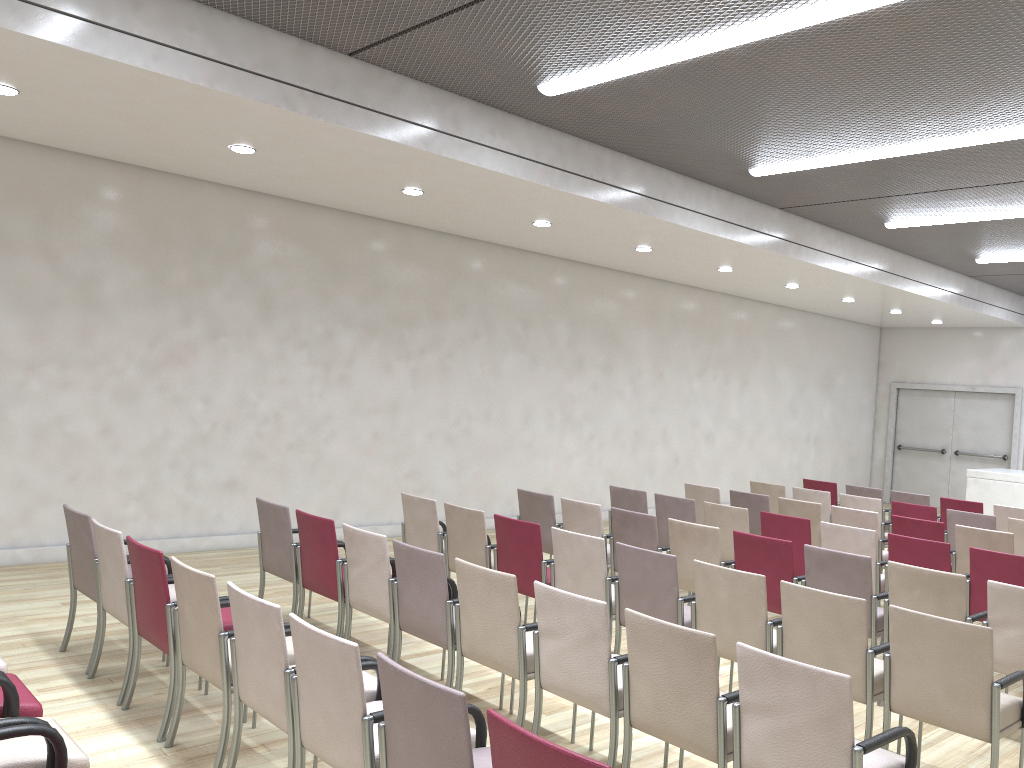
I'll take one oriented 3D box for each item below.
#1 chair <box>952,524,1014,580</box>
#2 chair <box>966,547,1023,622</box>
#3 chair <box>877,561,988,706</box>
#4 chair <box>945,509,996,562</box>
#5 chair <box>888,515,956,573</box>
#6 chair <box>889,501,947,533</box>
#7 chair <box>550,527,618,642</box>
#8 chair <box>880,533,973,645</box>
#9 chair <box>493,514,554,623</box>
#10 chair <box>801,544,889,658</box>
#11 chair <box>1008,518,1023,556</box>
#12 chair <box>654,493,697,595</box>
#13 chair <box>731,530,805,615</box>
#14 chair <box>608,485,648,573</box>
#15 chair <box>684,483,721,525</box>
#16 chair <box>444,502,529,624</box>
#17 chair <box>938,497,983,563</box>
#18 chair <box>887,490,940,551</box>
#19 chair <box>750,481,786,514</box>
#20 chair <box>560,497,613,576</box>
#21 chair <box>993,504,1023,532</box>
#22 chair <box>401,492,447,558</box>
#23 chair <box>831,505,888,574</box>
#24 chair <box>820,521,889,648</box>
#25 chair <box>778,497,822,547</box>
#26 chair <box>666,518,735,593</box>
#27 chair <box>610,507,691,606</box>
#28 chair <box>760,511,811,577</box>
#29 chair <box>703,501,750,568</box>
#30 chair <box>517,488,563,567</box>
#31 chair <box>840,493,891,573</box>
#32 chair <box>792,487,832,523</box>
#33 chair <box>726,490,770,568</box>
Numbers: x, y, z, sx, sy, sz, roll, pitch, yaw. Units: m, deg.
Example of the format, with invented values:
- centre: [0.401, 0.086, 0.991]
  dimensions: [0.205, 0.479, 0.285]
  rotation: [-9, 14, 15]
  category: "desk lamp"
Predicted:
- centre: [4.035, 1.642, 7.442]
  dimensions: [0.640, 0.890, 0.513]
  rotation: [4, 0, -43]
  category: "chair"
- centre: [3.512, 1.600, 6.194]
  dimensions: [0.640, 0.890, 0.513]
  rotation: [4, 0, -43]
  category: "chair"
- centre: [2.593, 1.531, 5.370]
  dimensions: [0.640, 0.890, 0.513]
  rotation: [4, 0, -43]
  category: "chair"
- centre: [4.566, 1.685, 8.667]
  dimensions: [0.640, 0.890, 0.513]
  rotation: [4, 0, -42]
  category: "chair"
- centre: [3.665, 1.617, 7.829]
  dimensions: [0.640, 0.890, 0.513]
  rotation: [4, 0, -44]
  category: "chair"
- centre: [4.207, 1.661, 9.080]
  dimensions: [0.640, 0.890, 0.513]
  rotation: [4, 0, -43]
  category: "chair"
- centre: [0.586, 1.389, 5.757]
  dimensions: [0.640, 0.890, 0.513]
  rotation: [4, 0, -43]
  category: "chair"
- centre: [3.121, 1.573, 6.606]
  dimensions: [0.640, 0.890, 0.513]
  rotation: [4, 0, -42]
  category: "chair"
- centre: [0.209, 1.364, 6.150]
  dimensions: [0.640, 0.890, 0.513]
  rotation: [4, 0, -43]
  category: "chair"
- centre: [2.227, 1.506, 5.781]
  dimensions: [0.640, 0.890, 0.513]
  rotation: [4, 0, -43]
  category: "chair"
- centre: [4.941, 1.710, 8.276]
  dimensions: [0.640, 0.890, 0.513]
  rotation: [4, 0, -43]
  category: "chair"
- centre: [1.649, 1.475, 8.218]
  dimensions: [0.640, 0.890, 0.513]
  rotation: [4, 0, -43]
  category: "chair"
- centre: [1.866, 1.482, 6.183]
  dimensions: [0.640, 0.890, 0.513]
  rotation: [4, 0, -43]
  category: "chair"
- centre: [1.278, 1.450, 8.631]
  dimensions: [0.640, 0.890, 0.513]
  rotation: [4, 0, -43]
  category: "chair"
- centre: [2.169, 1.517, 9.459]
  dimensions: [0.640, 0.890, 0.513]
  rotation: [4, 0, -42]
  category: "chair"
- centre: [-0.167, 1.339, 6.562]
  dimensions: [0.640, 0.890, 0.513]
  rotation: [4, 0, -43]
  category: "chair"
- centre: [5.100, 1.728, 9.910]
  dimensions: [0.640, 0.890, 0.513]
  rotation: [4, 0, -43]
  category: "chair"
- centre: [4.730, 1.703, 10.325]
  dimensions: [0.640, 0.890, 0.513]
  rotation: [4, 0, -42]
  category: "chair"
- centre: [3.086, 1.586, 10.295]
  dimensions: [0.640, 0.890, 0.513]
  rotation: [4, 0, -43]
  category: "chair"
- centre: [0.738, 1.407, 7.383]
  dimensions: [0.640, 0.890, 0.513]
  rotation: [4, 0, -42]
  category: "chair"
- centre: [5.478, 1.753, 9.503]
  dimensions: [0.640, 0.890, 0.513]
  rotation: [4, 0, -42]
  category: "chair"
- centre: [-0.533, 1.314, 6.963]
  dimensions: [0.640, 0.890, 0.513]
  rotation: [4, 0, -42]
  category: "chair"
- centre: [3.290, 1.592, 8.239]
  dimensions: [0.640, 0.890, 0.513]
  rotation: [4, 0, -42]
  category: "chair"
- centre: [2.760, 1.549, 7.012]
  dimensions: [0.640, 0.890, 0.513]
  rotation: [4, 0, -43]
  category: "chair"
- centre: [2.920, 1.567, 8.660]
  dimensions: [0.640, 0.890, 0.513]
  rotation: [4, 0, -44]
  category: "chair"
- centre: [1.484, 1.457, 6.570]
  dimensions: [0.640, 0.890, 0.513]
  rotation: [4, 0, -42]
  category: "chair"
- centre: [1.110, 1.432, 6.980]
  dimensions: [0.640, 0.890, 0.513]
  rotation: [4, 0, -42]
  category: "chair"
- centre: [2.400, 1.525, 7.416]
  dimensions: [0.640, 0.890, 0.513]
  rotation: [4, 0, -43]
  category: "chair"
- centre: [2.016, 1.500, 7.820]
  dimensions: [0.640, 0.890, 0.513]
  rotation: [4, 0, -43]
  category: "chair"
- centre: [0.381, 1.383, 7.795]
  dimensions: [0.640, 0.890, 0.513]
  rotation: [4, 0, -42]
  category: "chair"
- centre: [3.827, 1.635, 9.490]
  dimensions: [0.640, 0.890, 0.513]
  rotation: [4, 0, -43]
  category: "chair"
- centre: [3.450, 1.610, 9.883]
  dimensions: [0.640, 0.890, 0.513]
  rotation: [4, 0, -42]
  category: "chair"
- centre: [2.546, 1.542, 9.051]
  dimensions: [0.640, 0.890, 0.513]
  rotation: [4, 0, -43]
  category: "chair"
